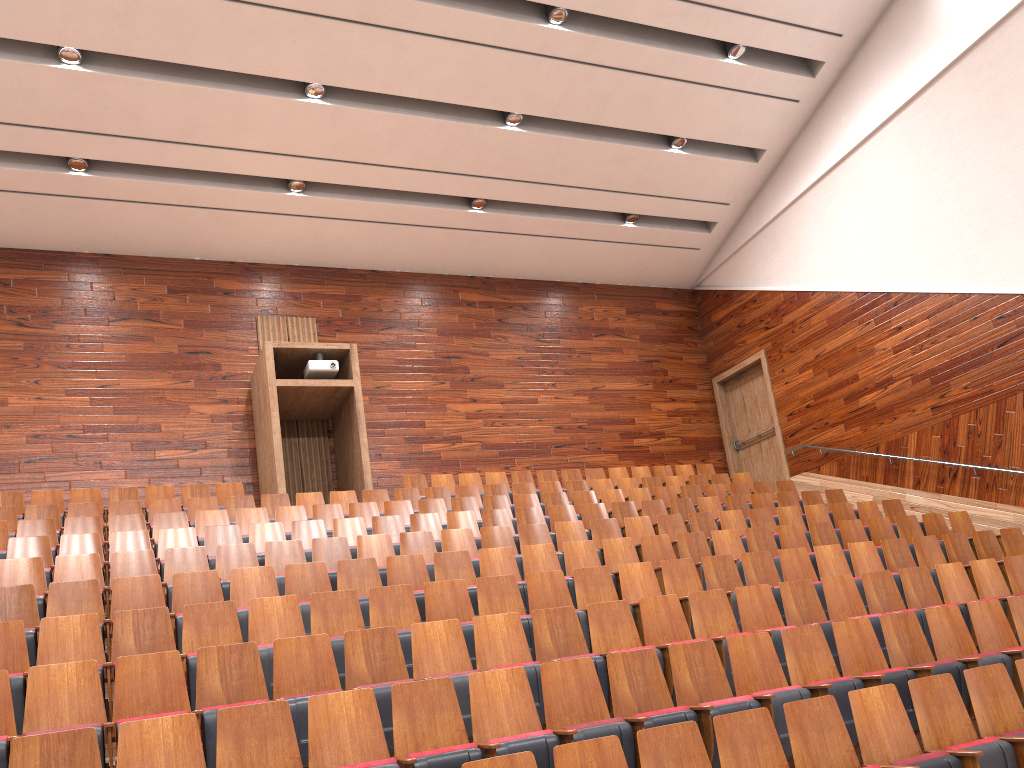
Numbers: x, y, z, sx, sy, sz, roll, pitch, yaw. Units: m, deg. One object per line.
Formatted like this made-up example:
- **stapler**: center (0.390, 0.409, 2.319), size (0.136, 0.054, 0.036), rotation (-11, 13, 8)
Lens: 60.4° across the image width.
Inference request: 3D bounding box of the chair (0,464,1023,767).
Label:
- **chair**: center (-0.054, 0.163, 0.709), size (1.181, 0.362, 0.795), rotation (0, -18, -24)

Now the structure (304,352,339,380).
- **structure**: center (-0.246, -0.026, 1.130), size (0.038, 0.030, 0.042), rotation (-1, -17, -25)

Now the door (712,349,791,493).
- **door**: center (0.405, 0.081, 1.463), size (0.024, 0.233, 0.144), rotation (-3, -14, -25)

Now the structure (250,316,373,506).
- **structure**: center (-0.273, 0.035, 1.167), size (0.116, 0.320, 0.148), rotation (-3, -13, -25)
